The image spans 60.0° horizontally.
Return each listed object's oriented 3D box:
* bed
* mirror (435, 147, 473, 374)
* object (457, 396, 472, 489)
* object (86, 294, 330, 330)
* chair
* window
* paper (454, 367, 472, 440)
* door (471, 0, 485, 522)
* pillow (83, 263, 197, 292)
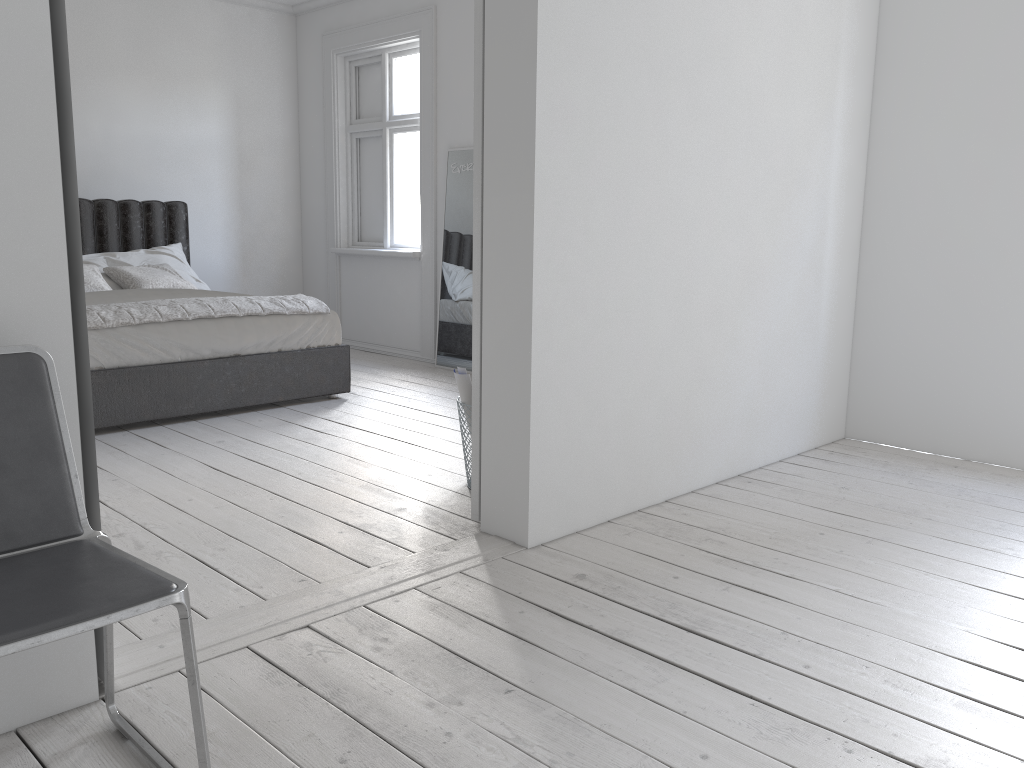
[{"bbox_3d":[-2.270,-0.540,5.340,1.889,1.167,2.177,-9,14,-44],"label":"bed"},{"bbox_3d":[-0.264,-0.849,6.150,0.145,1.553,0.669,-9,14,-44],"label":"mirror"},{"bbox_3d":[-0.034,0.231,3.528,0.375,0.350,0.374,-8,14,-42],"label":"object"},{"bbox_3d":[-1.681,-0.403,4.751,0.405,0.104,1.460,11,14,44],"label":"object"},{"bbox_3d":[-0.843,0.373,1.411,0.562,0.797,0.525,-9,14,-44],"label":"chair"},{"bbox_3d":[-0.967,-1.818,6.951,0.079,1.536,1.047,-9,14,-44],"label":"window"},{"bbox_3d":[-0.011,0.016,3.468,0.431,0.793,0.181,0,10,-2],"label":"paper"},{"bbox_3d":[0.088,-0.720,3.113,0.034,2.325,0.678,8,12,35],"label":"door"},{"bbox_3d":[-2.550,-0.651,5.652,0.415,0.225,1.147,9,13,37],"label":"pillow"}]
